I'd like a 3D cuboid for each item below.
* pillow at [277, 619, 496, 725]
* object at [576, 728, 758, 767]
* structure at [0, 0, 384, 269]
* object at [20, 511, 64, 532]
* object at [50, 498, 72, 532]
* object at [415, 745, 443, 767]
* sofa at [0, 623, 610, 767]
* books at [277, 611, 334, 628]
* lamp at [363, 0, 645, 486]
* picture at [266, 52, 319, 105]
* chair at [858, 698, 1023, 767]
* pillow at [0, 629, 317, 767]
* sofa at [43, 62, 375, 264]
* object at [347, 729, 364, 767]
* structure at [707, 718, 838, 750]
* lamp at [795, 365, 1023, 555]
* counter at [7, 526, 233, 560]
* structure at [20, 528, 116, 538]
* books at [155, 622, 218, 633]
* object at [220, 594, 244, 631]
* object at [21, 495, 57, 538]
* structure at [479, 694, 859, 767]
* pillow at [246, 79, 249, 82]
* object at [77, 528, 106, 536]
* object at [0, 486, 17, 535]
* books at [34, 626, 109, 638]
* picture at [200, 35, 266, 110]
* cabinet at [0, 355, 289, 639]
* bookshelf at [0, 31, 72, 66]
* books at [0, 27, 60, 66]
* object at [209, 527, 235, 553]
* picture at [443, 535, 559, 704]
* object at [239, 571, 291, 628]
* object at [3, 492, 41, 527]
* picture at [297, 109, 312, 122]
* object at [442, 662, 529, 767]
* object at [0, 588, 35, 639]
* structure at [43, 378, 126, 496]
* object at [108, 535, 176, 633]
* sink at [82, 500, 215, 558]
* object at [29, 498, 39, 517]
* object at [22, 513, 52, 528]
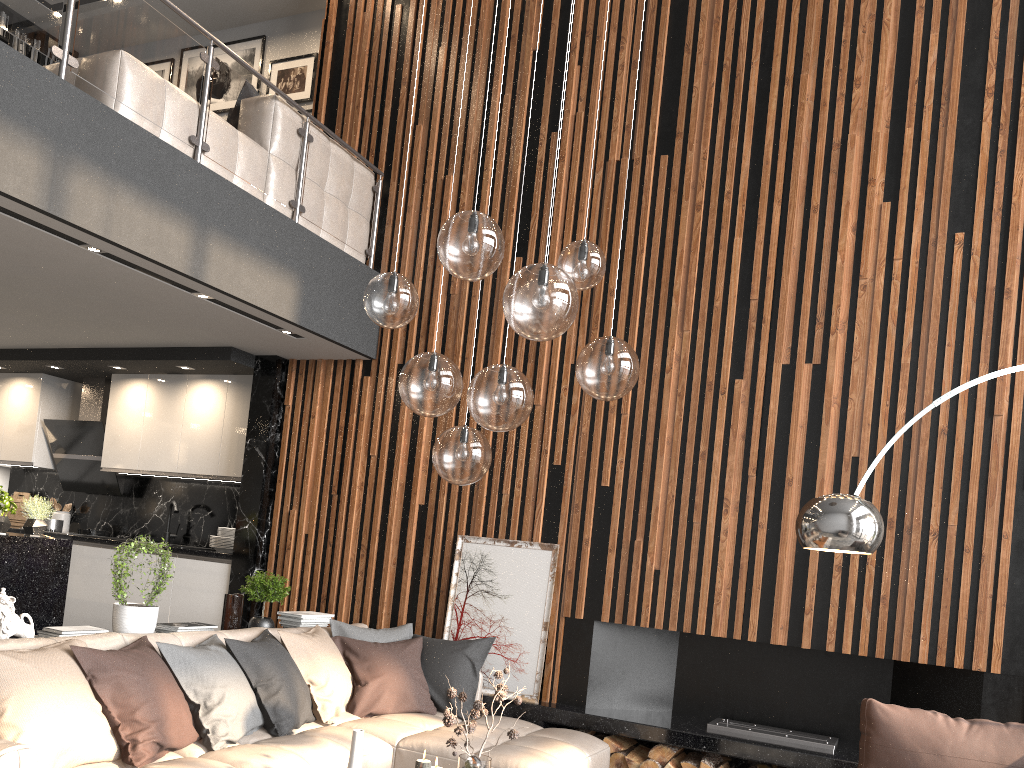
[{"bbox_3d":[-0.785,1.691,5.108,1.402,0.541,0.763,13,-11,-34],"label":"pillow"},{"bbox_3d":[2.087,2.313,4.611,4.021,0.387,0.444,0,-9,26],"label":"object"},{"bbox_3d":[-3.332,-1.634,5.057,3.361,0.731,4.313,1,-12,25],"label":"structure"},{"bbox_3d":[-4.120,1.216,7.702,0.346,0.152,0.204,3,-8,15],"label":"object"},{"bbox_3d":[-4.131,1.205,8.032,0.157,0.301,0.178,4,-5,29],"label":"object"},{"bbox_3d":[-0.329,1.546,3.496,0.077,0.209,0.156,4,-6,36],"label":"object"},{"bbox_3d":[-0.880,1.642,4.028,1.868,0.808,3.314,1,-12,25],"label":"sofa"},{"bbox_3d":[-1.327,1.546,5.620,0.199,0.148,0.339,2,-10,26],"label":"books"},{"bbox_3d":[0.182,-2.118,3.191,1.225,4.948,1.246,5,-3,22],"label":"lamp"},{"bbox_3d":[-1.867,-2.563,7.403,0.502,0.407,0.025,2,-3,25],"label":"picture"},{"bbox_3d":[1.761,1.707,3.172,1.502,0.889,1.447,13,-11,-38],"label":"chair"},{"bbox_3d":[-1.453,1.374,3.894,0.540,0.491,1.983,3,-11,24],"label":"pillow"},{"bbox_3d":[-2.462,-1.419,5.763,2.277,0.772,2.326,1,-11,25],"label":"sofa"},{"bbox_3d":[-0.466,1.301,2.813,0.319,0.394,0.321,0,-8,44],"label":"object"},{"bbox_3d":[1.533,2.073,5.155,0.707,0.102,0.306,1,-11,25],"label":"structure"},{"bbox_3d":[2.068,1.053,3.337,2.031,2.313,0.322,6,-2,1],"label":"lamp"},{"bbox_3d":[-3.500,1.337,7.497,3.441,0.039,0.623,1,-12,25],"label":"counter"},{"bbox_3d":[-3.887,1.312,7.679,0.598,0.059,0.521,1,-12,25],"label":"structure"},{"bbox_3d":[-1.787,1.348,4.737,0.204,0.098,0.332,1,-11,25],"label":"books"},{"bbox_3d":[-1.620,1.347,5.061,0.108,0.265,0.110,4,-4,31],"label":"object"},{"bbox_3d":[-3.184,0.883,5.872,0.210,0.281,0.225,2,-7,38],"label":"object"},{"bbox_3d":[1.089,2.276,5.270,6.502,0.454,0.681,1,-10,25],"label":"structure"},{"bbox_3d":[-1.934,-1.531,6.090,0.771,0.540,1.389,11,-11,-34],"label":"pillow"},{"bbox_3d":[-3.713,1.291,7.662,0.232,0.059,0.358,5,-11,4],"label":"object"},{"bbox_3d":[-3.276,0.806,5.608,0.172,0.309,0.181,3,-5,36],"label":"object"},{"bbox_3d":[-2.061,1.207,4.145,0.193,0.098,0.355,2,-11,25],"label":"books"},{"bbox_3d":[-2.608,-2.692,7.753,0.987,0.650,0.025,2,-4,25],"label":"picture"},{"bbox_3d":[-4.199,0.512,6.212,6.175,3.211,3.691,2,-8,25],"label":"cabinet"},{"bbox_3d":[-5.193,-2.346,6.911,0.247,2.482,3.593,5,-8,25],"label":"bookshelf"},{"bbox_3d":[-5.180,-2.390,6.909,0.211,2.298,3.509,5,-8,25],"label":"books"},{"bbox_3d":[-2.275,1.258,7.050,0.303,0.193,0.307,1,-10,28],"label":"object"},{"bbox_3d":[-0.094,1.491,5.619,0.726,0.989,0.102,3,-3,25],"label":"picture"},{"bbox_3d":[-1.509,1.335,5.303,0.311,0.404,0.274,7,-5,-15],"label":"object"},{"bbox_3d":[-4.675,1.197,8.338,0.399,0.327,0.099,2,-4,25],"label":"object"},{"bbox_3d":[-1.866,-1.968,7.348,0.642,0.637,0.025,3,-3,25],"label":"picture"},{"bbox_3d":[-0.112,1.317,3.212,0.318,0.596,0.549,6,-6,-4],"label":"object"},{"bbox_3d":[-2.182,1.031,3.807,0.135,0.287,0.210,2,-6,44],"label":"object"},{"bbox_3d":[-3.754,0.455,7.803,0.734,1.021,0.419,4,-4,25],"label":"structure"},{"bbox_3d":[-1.892,1.041,4.432,0.215,0.570,0.390,6,-5,6],"label":"object"},{"bbox_3d":[-2.962,1.222,7.275,1.107,0.542,0.507,2,-8,25],"label":"sink"},{"bbox_3d":[-4.433,1.210,8.164,0.081,0.280,0.091,5,-3,26],"label":"object"},{"bbox_3d":[-4.370,1.268,8.120,0.271,0.161,0.183,2,-8,25],"label":"object"}]
